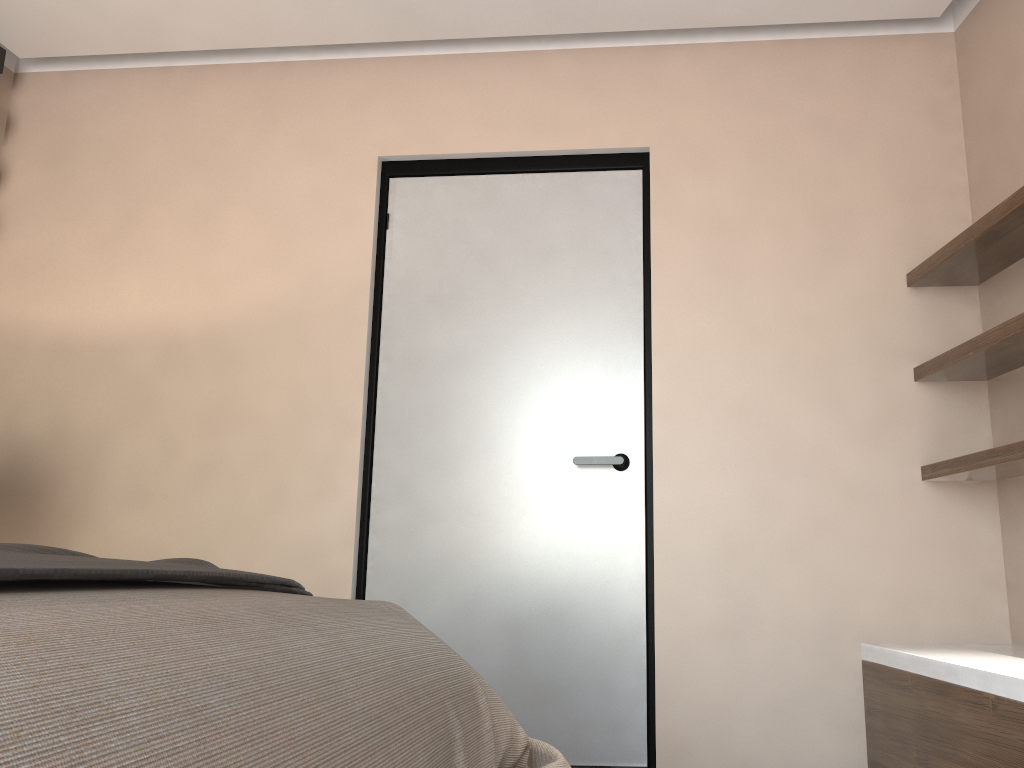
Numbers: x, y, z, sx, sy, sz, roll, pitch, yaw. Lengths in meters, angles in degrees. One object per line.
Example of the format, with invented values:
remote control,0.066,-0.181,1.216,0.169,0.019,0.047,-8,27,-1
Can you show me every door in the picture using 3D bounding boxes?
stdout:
door,-0.011,0.194,3.045,0.991,2.098,0.155,0,-12,5

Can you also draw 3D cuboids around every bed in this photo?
bed,-1.169,0.408,0.498,2.273,0.625,2.309,-1,-12,7

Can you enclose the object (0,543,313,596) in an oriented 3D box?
object,-0.714,0.229,0.508,0.612,0.323,2.067,-1,-12,9

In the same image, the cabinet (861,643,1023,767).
cabinet,1.295,0.530,0.513,0.453,0.370,4.528,1,-12,0

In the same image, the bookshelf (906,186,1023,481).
bookshelf,1.424,-0.242,0.673,0.232,1.206,4.488,1,-12,1
